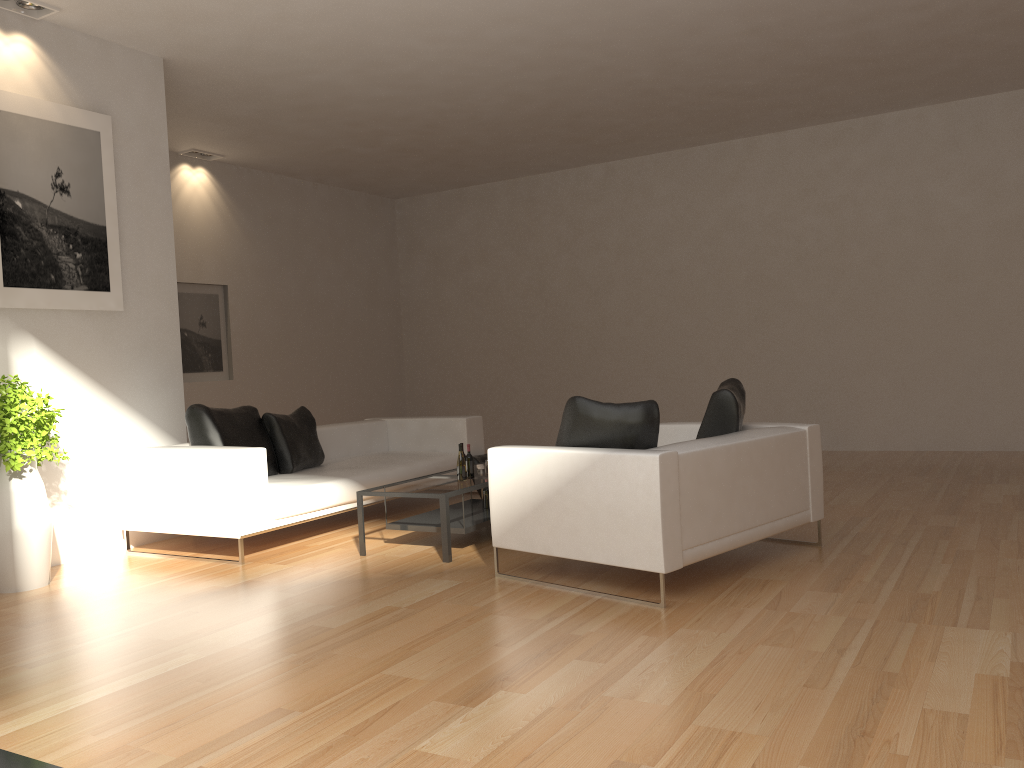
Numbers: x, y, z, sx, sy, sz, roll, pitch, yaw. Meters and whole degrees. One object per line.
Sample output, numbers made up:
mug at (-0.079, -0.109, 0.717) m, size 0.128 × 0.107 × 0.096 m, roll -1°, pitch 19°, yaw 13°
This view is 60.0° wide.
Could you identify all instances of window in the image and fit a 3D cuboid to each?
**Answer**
window at (-1.126, -0.410, 2.369) m, size 5.198 × 3.189 × 0.152 m, roll -2°, pitch 2°, yaw 30°

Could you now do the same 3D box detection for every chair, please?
chair at (0.862, 0.669, 5.252) m, size 1.671 × 0.761 × 1.262 m, roll -4°, pitch 2°, yaw -45°

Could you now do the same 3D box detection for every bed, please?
bed at (-1.514, 0.750, 7.352) m, size 1.262 × 0.761 × 3.075 m, roll -2°, pitch 2°, yaw 30°

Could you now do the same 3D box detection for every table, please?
table at (-0.314, 0.889, 6.343) m, size 0.709 × 0.460 × 1.566 m, roll -2°, pitch 2°, yaw 30°

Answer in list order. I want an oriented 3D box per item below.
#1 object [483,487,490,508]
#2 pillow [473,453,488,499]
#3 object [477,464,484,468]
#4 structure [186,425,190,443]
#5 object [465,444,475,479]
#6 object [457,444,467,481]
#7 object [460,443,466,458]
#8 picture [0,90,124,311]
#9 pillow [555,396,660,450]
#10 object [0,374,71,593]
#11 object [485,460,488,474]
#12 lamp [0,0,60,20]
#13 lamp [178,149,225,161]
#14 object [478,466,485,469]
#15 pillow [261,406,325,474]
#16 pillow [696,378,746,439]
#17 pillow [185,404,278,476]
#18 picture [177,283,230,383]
object at (-0.183, 0.804, 6.494) m, size 0.065 × 0.217 × 0.065 m, roll -3°, pitch 1°, yaw 13°
pillow at (-0.160, 0.843, 8.182) m, size 0.503 × 0.457 × 0.340 m, roll -4°, pitch 2°, yaw -41°
object at (-0.243, 0.626, 6.773) m, size 0.052 × 0.021 × 0.052 m, roll -3°, pitch 1°, yaw 8°
structure at (-4.173, 0.575, 7.068) m, size 1.839 × 1.403 × 4.625 m, roll -2°, pitch 2°, yaw 30°
object at (-0.298, 0.543, 6.206) m, size 0.059 × 0.244 × 0.059 m, roll -2°, pitch 2°, yaw 31°
object at (-0.349, 0.541, 6.106) m, size 0.068 × 0.257 × 0.067 m, roll -4°, pitch 2°, yaw -41°
object at (-0.351, 0.543, 6.298) m, size 0.057 × 0.248 × 0.057 m, roll -4°, pitch 2°, yaw -42°
picture at (-3.155, -1.231, 6.111) m, size 0.004 × 1.431 × 0.979 m, roll -2°, pitch 2°, yaw 30°
pillow at (0.499, 0.354, 4.825) m, size 0.660 × 0.598 × 0.291 m, roll -3°, pitch 1°, yaw 20°
object at (-3.061, 0.598, 5.473) m, size 0.631 × 1.324 × 0.570 m, roll -2°, pitch 2°, yaw 45°
object at (-0.173, 0.598, 6.411) m, size 0.039 × 0.101 × 0.039 m, roll -3°, pitch 1°, yaw -12°
lamp at (-3.260, -2.572, 5.826) m, size 0.243 × 0.166 × 0.446 m, roll -2°, pitch 2°, yaw 30°
lamp at (-3.505, -2.655, 9.997) m, size 0.243 × 0.166 × 0.446 m, roll -2°, pitch 2°, yaw 30°
object at (-0.233, 0.628, 6.678) m, size 0.052 × 0.021 × 0.052 m, roll -3°, pitch 1°, yaw 8°
pillow at (-1.782, 0.454, 7.241) m, size 0.270 × 0.524 × 0.628 m, roll -3°, pitch 1°, yaw 14°
pillow at (1.280, 0.303, 5.477) m, size 0.324 × 0.666 × 0.506 m, roll -3°, pitch 1°, yaw 20°
pillow at (-2.092, 0.459, 6.669) m, size 0.346 × 0.666 × 0.755 m, roll -3°, pitch 1°, yaw 16°
picture at (-3.557, -0.583, 10.153) m, size 0.005 × 1.155 × 0.802 m, roll -2°, pitch 2°, yaw 30°
